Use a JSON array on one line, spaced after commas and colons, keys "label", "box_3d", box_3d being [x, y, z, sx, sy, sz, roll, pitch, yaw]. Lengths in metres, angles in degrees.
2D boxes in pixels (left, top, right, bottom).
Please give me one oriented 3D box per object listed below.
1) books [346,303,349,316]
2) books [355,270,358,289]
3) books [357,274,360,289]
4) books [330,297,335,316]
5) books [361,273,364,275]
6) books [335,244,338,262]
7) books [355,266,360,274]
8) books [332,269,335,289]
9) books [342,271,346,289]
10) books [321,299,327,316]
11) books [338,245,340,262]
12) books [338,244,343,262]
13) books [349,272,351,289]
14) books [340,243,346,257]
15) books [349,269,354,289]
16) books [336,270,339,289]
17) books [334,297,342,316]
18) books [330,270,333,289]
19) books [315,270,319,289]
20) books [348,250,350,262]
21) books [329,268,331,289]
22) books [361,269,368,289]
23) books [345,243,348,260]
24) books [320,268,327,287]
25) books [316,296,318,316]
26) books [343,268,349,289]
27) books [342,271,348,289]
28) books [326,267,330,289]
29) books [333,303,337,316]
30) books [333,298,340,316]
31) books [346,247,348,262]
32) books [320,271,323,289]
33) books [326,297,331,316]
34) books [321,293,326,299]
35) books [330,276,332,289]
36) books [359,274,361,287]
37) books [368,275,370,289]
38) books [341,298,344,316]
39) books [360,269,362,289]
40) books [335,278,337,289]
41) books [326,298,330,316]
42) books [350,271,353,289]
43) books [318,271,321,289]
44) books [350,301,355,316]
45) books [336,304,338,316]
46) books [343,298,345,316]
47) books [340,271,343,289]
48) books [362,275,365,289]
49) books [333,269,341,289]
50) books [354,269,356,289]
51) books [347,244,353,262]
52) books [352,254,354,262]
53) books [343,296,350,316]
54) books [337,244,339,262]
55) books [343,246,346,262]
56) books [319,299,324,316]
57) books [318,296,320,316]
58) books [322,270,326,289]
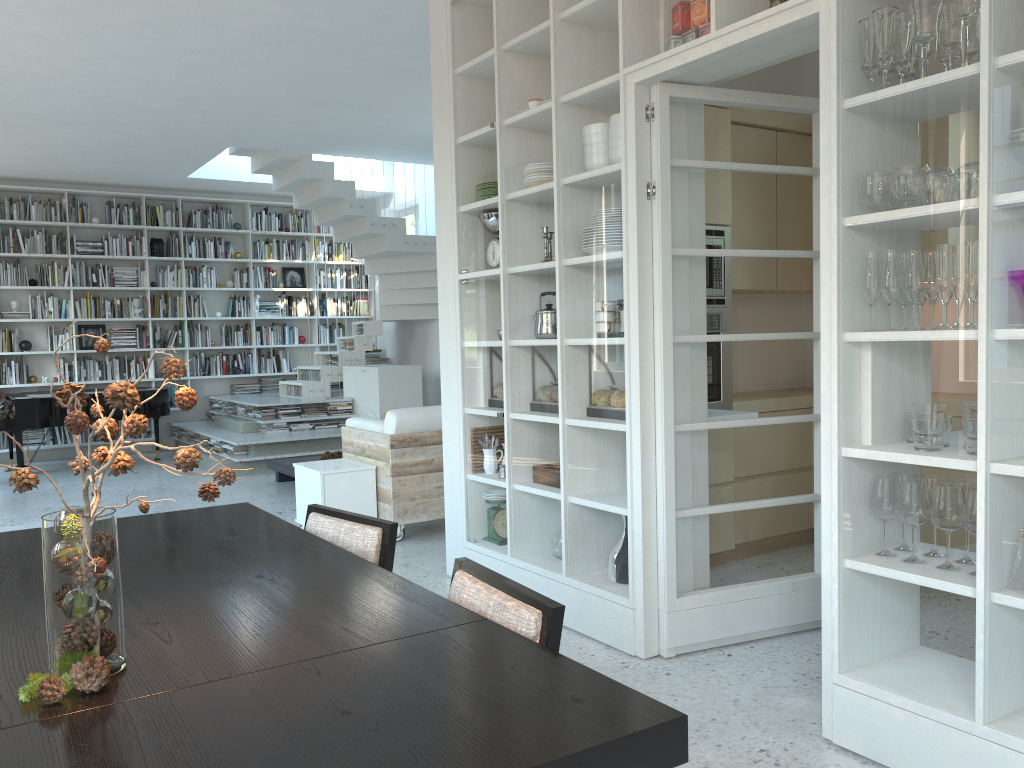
[{"label": "books", "box_3d": [-2.297, -1.024, 12.260, 0.024, 0.181, 0.191, -4, 4, -33]}, {"label": "books", "box_3d": [-2.196, -1.442, 12.322, 0.028, 0.268, 0.173, -4, 4, -33]}, {"label": "books", "box_3d": [-2.172, -1.415, 12.337, 0.025, 0.212, 0.188, -4, 4, -33]}, {"label": "books", "box_3d": [-2.487, -1.053, 12.149, 0.056, 0.262, 0.176, -4, 4, -33]}, {"label": "books", "box_3d": [-2.104, -1.431, 12.422, 0.024, 0.230, 0.131, -4, 4, -33]}, {"label": "books", "box_3d": [-2.418, -1.779, 12.090, 0.022, 0.242, 0.144, -4, 4, -33]}, {"label": "books", "box_3d": [-2.150, -1.478, 12.378, 0.013, 0.330, 0.140, -4, 4, -33]}, {"label": "books", "box_3d": [-2.474, -1.428, 12.158, 0.025, 0.271, 0.152, -4, 4, -33]}, {"label": "books", "box_3d": [-2.339, -1.422, 12.230, 0.045, 0.245, 0.177, -4, 4, -33]}, {"label": "books", "box_3d": [-2.571, -1.039, 12.097, 0.022, 0.243, 0.170, -4, 4, -33]}, {"label": "books", "box_3d": [-2.388, -1.770, 12.099, 0.013, 0.222, 0.174, -4, 4, -33]}, {"label": "books", "box_3d": [-2.378, -1.782, 12.132, 0.042, 0.242, 0.247, -4, 4, -33]}, {"label": "books", "box_3d": [-2.275, -1.424, 12.302, 0.028, 0.237, 0.145, -4, 4, -33]}, {"label": "books", "box_3d": [-2.330, -1.815, 12.228, 0.010, 0.295, 0.165, -4, 4, -33]}, {"label": "books", "box_3d": [-2.227, -1.448, 12.309, 0.012, 0.283, 0.151, -4, 4, -33]}, {"label": "books", "box_3d": [-2.428, -1.426, 12.174, 0.022, 0.263, 0.172, -4, 4, -33]}, {"label": "books", "box_3d": [-2.397, -1.058, 12.225, 0.029, 0.259, 0.171, -4, 4, -33]}, {"label": "books", "box_3d": [-2.485, -1.421, 12.141, 0.013, 0.260, 0.158, -4, 4, -33]}, {"label": "books", "box_3d": [-2.656, -1.408, 12.035, 0.012, 0.254, 0.161, -4, 4, -33]}, {"label": "books", "box_3d": [-2.284, -1.762, 12.274, 0.034, 0.183, 0.156, -4, 4, -33]}, {"label": "books", "box_3d": [-2.518, -1.436, 12.118, 0.012, 0.293, 0.165, -4, 4, -33]}, {"label": "books", "box_3d": [-2.064, -1.463, 12.410, 0.042, 0.292, 0.186, -4, 4, -33]}, {"label": "books", "box_3d": [-2.310, -1.810, 12.255, 0.024, 0.281, 0.153, -4, 4, -33]}, {"label": "books", "box_3d": [-2.563, -1.428, 12.072, 0.014, 0.286, 0.185, -4, 4, -33]}, {"label": "books", "box_3d": [-2.673, -1.050, 12.034, 0.025, 0.277, 0.160, -4, 4, -33]}, {"label": "books", "box_3d": [-2.298, -1.450, 12.286, 0.024, 0.292, 0.132, -4, 4, -33]}, {"label": "books", "box_3d": [-2.315, -1.431, 12.253, 0.023, 0.258, 0.184, -4, 4, -33]}, {"label": "books", "box_3d": [-2.539, -1.437, 12.118, 0.022, 0.297, 0.162, -4, 4, -33]}, {"label": "books", "box_3d": [-2.453, -1.019, 12.172, 0.023, 0.189, 0.169, -4, 4, -33]}, {"label": "books", "box_3d": [-2.413, -1.051, 12.203, 0.022, 0.247, 0.181, -4, 4, -33]}, {"label": "books", "box_3d": [-2.312, -1.774, 12.226, 0.013, 0.213, 0.186, -4, 4, -33]}, {"label": "books", "box_3d": [-2.611, -1.407, 12.046, 0.023, 0.248, 0.182, -4, 4, -33]}, {"label": "books", "box_3d": [-2.526, -1.053, 12.138, 0.022, 0.266, 0.157, -4, 4, -33]}, {"label": "books", "box_3d": [-2.567, -1.080, 12.119, 0.012, 0.322, 0.141, -4, 4, -33]}, {"label": "books", "box_3d": [-2.508, -1.380, 12.144, 0.027, 0.179, 0.157, -4, 4, -33]}, {"label": "books", "box_3d": [-2.156, -1.421, 12.358, 0.025, 0.220, 0.177, -4, 4, -33]}, {"label": "books", "box_3d": [-2.038, -1.428, 12.431, 0.021, 0.219, 0.184, -4, 4, -33]}, {"label": "books", "box_3d": [-2.365, -1.058, 12.255, 0.012, 0.254, 0.161, -4, 4, -33]}, {"label": "books", "box_3d": [-2.134, -1.454, 12.379, 0.013, 0.283, 0.149, -4, 4, -33]}, {"label": "books", "box_3d": [-2.448, -1.423, 12.163, 0.024, 0.259, 0.156, -4, 4, -33]}, {"label": "books", "box_3d": [-2.540, -1.042, 12.116, 0.026, 0.246, 0.180, -4, 4, -33]}, {"label": "books", "box_3d": [-2.247, -1.432, 12.307, 0.025, 0.253, 0.160, -4, 4, -33]}, {"label": "books", "box_3d": [-2.647, -1.407, 12.056, 0.026, 0.250, 0.160, -4, 4, -33]}, {"label": "books", "box_3d": [-2.237, -1.043, 12.317, 0.088, 0.217, 0.167, -4, 4, -33]}, {"label": "books", "box_3d": [-2.442, -1.018, 12.205, 0.030, 0.184, 0.137, -4, 4, -33]}, {"label": "books", "box_3d": [-2.351, -1.056, 12.268, 0.025, 0.249, 0.133, -4, 4, -33]}, {"label": "books", "box_3d": [-2.374, -1.426, 12.231, 0.012, 0.254, 0.161, -4, 4, -33]}, {"label": "books", "box_3d": [-2.107, -1.411, 12.380, 0.029, 0.195, 0.192, -4, 4, -33]}, {"label": "books", "box_3d": [-2.409, -1.438, 12.192, 0.030, 0.284, 0.166, -4, 4, -33]}, {"label": "books", "box_3d": [-2.215, -1.446, 12.313, 0.013, 0.277, 0.188, -4, 4, -33]}, {"label": "books", "box_3d": [-2.251, -1.802, 12.270, 0.022, 0.261, 0.160, -4, 4, -33]}, {"label": "books", "box_3d": [-2.228, -1.817, 12.297, 0.023, 0.287, 0.163, -4, 4, -33]}, {"label": "books", "box_3d": [-2.292, -1.074, 12.293, 0.026, 0.278, 0.169, -4, 4, -33]}, {"label": "books", "box_3d": [-2.404, -1.778, 12.100, 0.012, 0.238, 0.165, -4, 4, -33]}, {"label": "books", "box_3d": [-2.339, -1.777, 12.215, 0.023, 0.220, 0.171, -4, 4, -33]}, {"label": "books", "box_3d": [-2.623, -1.034, 12.097, 0.066, 0.237, 0.144, -4, 4, -33]}, {"label": "books", "box_3d": [-2.656, -1.054, 12.075, 0.010, 0.279, 0.147, -4, 4, -33]}, {"label": "books", "box_3d": [-2.587, -1.413, 12.074, 0.026, 0.256, 0.173, -4, 4, -33]}]
